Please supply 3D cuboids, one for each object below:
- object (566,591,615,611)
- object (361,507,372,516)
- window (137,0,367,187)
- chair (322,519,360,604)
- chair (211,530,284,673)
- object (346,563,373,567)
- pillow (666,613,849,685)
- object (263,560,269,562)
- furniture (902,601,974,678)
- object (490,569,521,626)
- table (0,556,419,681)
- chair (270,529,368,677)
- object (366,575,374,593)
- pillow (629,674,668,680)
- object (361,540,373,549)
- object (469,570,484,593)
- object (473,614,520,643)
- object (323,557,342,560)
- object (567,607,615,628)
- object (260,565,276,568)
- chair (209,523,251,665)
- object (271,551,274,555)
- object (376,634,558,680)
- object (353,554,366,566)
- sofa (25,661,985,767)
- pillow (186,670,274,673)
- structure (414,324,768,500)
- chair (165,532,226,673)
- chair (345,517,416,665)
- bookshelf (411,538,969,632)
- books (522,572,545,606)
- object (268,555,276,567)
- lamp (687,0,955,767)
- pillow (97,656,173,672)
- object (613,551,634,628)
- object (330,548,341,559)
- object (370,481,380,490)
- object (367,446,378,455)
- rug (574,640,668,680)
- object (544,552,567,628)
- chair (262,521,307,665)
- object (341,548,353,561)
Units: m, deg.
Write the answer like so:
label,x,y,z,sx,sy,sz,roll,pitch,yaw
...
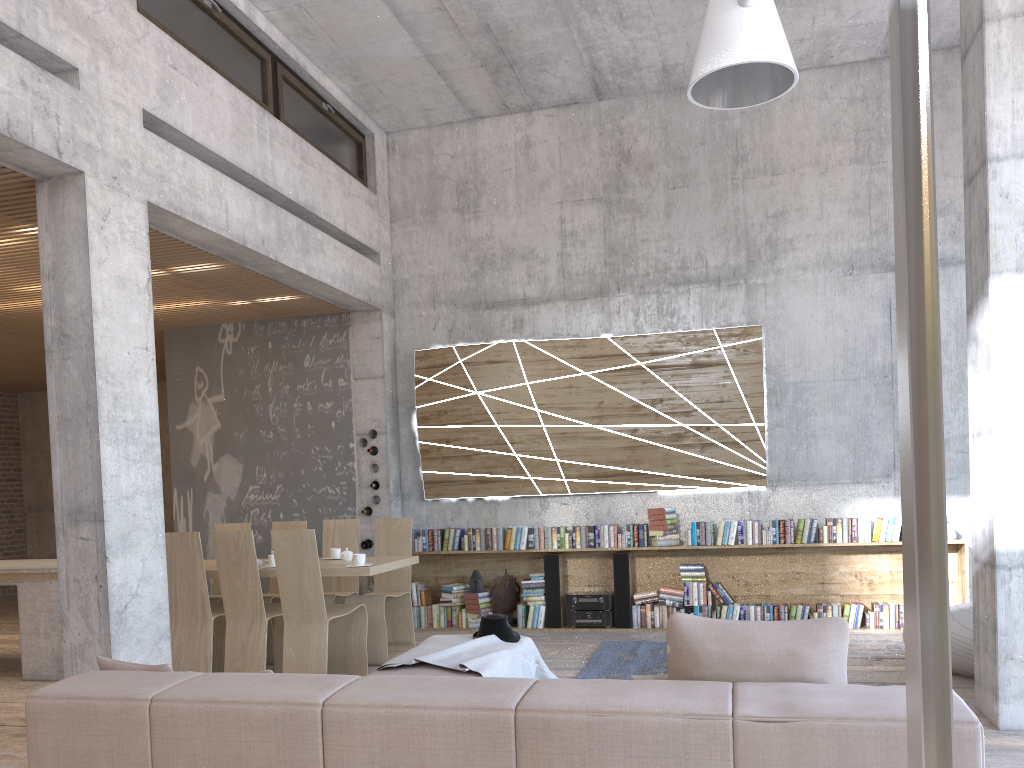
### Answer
label,x,y,z,sx,sy,sz,roll,pitch,yaw
object,0.770,2.124,8.574,0.441,0.161,0.305,-4,-5,15
object,-1.461,1.305,8.992,0.095,0.095,0.339,-3,-6,14
window,-2.527,-2.613,4.722,0.113,0.605,8.469,-2,-6,14
chair,-1.598,1.794,7.674,0.349,1.195,0.721,-2,0,10
chair,-1.867,1.685,6.642,0.350,1.195,0.720,-2,0,19
object,-1.132,1.350,6.515,0.185,0.014,0.186,-2,-7,1
pillow,0.789,1.003,2.809,0.564,0.558,0.220,-3,1,17
object,-1.954,1.475,7.315,0.186,0.014,0.185,-6,-7,27
furniture,3.680,1.770,6.163,1.791,0.810,1.639,2,-6,-38
object,-0.061,2.138,8.816,0.343,0.569,0.196,-2,1,-25
table,-3.394,1.983,7.501,5.196,0.924,1.013,-4,-3,15
chair,-1.393,1.644,6.453,0.350,1.195,0.721,-2,0,18
object,-1.387,2.171,8.807,0.248,0.683,0.271,-3,1,-23
pillow,0.569,1.134,2.979,0.376,0.372,0.169,-2,0,-12
object,-1.458,1.659,9.091,0.090,0.090,0.336,-3,-6,14
object,-0.358,1.971,8.766,0.145,0.229,0.135,-2,0,12
object,-0.100,1.538,5.534,0.302,0.169,0.300,-2,-5,2
object,-1.467,1.456,7.314,0.185,0.014,0.186,-4,-7,18
object,0.778,2.286,8.585,0.441,0.164,0.294,-4,-5,15
object,-1.824,1.403,6.739,0.185,0.014,0.186,-2,-7,1
chair,-2.613,1.848,7.793,0.349,1.195,0.721,-2,0,8
object,-1.961,1.437,7.321,0.093,0.088,0.117,-2,-4,-11
object,-0.146,1.789,5.383,1.048,0.502,1.598,-6,-7,33
object,-1.126,1.306,6.503,0.093,0.088,0.117,-1,-4,-32
sofa,0.162,1.490,4.082,3.002,0.784,3.022,-4,-6,15
pillow,-1.004,1.224,3.266,0.371,0.359,0.186,-3,0,14
structure,0.689,0.309,8.506,3.418,1.538,0.357,-4,1,15
chair,-2.352,1.721,6.786,0.349,1.195,0.721,-2,0,11
chair,-1.121,1.754,7.498,0.349,1.195,0.721,-2,0,14
bookshelf,1.422,1.950,8.409,5.331,0.806,0.302,-4,0,15
books,0.234,2.033,8.709,0.252,0.323,0.218,-3,-1,17
object,-1.818,1.359,6.726,0.093,0.088,0.117,-1,-4,-32
lamp,0.807,-0.017,2.586,0.756,3.423,2.632,-2,-1,2
pillow,-1.391,1.212,3.345,0.363,0.367,0.187,-3,0,20
object,1.085,2.011,8.511,0.152,0.760,0.272,-2,1,14
object,-1.475,1.418,7.319,0.093,0.088,0.117,-1,-4,-21
object,-1.372,1.040,8.997,0.093,0.093,0.348,-3,-6,14
object,-1.396,0.682,8.948,0.090,0.090,0.336,-3,-6,14
rug,1.025,2.100,6.246,1.164,0.049,2.929,-4,-7,14
object,0.428,2.057,8.683,0.152,0.760,0.272,-2,1,14
chair,-2.108,1.820,7.723,0.349,1.195,0.721,-2,0,14
object,-1.332,1.377,7.077,0.089,0.111,0.123,-2,-3,6
